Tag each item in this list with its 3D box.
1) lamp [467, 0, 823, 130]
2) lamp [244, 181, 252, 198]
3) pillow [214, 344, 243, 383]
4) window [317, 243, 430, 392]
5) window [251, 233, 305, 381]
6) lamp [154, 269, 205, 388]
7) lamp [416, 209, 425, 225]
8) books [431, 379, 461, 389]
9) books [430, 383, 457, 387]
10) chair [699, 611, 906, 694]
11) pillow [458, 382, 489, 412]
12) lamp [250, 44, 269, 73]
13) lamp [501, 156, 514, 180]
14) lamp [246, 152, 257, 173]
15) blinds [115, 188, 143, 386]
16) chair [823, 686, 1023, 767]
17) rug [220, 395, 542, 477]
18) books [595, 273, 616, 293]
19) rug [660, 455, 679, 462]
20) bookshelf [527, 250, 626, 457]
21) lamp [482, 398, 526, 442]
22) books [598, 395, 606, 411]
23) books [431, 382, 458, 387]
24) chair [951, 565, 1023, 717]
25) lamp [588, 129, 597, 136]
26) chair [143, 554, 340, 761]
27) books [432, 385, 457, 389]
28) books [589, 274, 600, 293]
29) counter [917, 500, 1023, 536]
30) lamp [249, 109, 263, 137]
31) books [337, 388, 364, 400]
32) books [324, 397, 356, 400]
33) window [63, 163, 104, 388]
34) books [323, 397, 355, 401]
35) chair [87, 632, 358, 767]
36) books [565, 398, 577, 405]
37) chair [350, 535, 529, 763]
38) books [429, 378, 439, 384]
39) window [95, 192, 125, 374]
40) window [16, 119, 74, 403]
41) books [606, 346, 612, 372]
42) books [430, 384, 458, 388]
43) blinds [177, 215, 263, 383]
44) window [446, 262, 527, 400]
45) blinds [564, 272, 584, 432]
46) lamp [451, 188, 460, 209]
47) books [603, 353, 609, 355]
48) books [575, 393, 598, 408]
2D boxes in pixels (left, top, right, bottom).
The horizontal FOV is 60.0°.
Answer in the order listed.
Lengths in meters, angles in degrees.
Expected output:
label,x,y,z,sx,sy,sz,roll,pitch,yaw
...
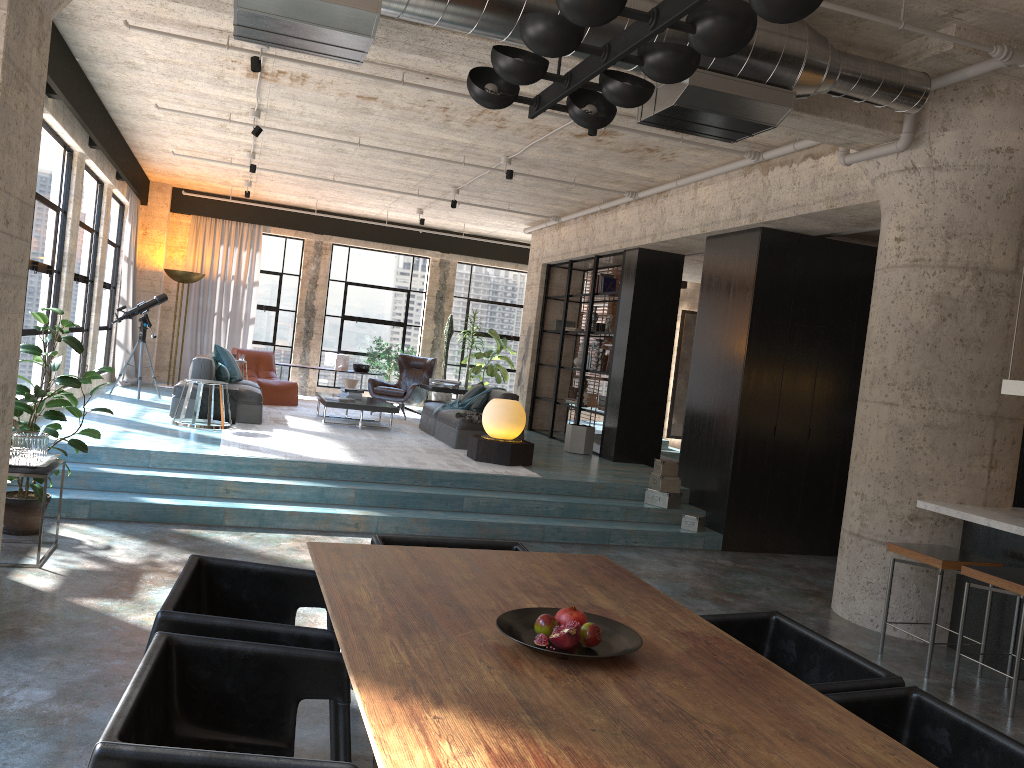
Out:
label,x,y,z,sx,sy,sz,roll,pitch,yaw
lamp,0.414,-1.583,2.515,0.583,1.327,1.813,6,2,-18
lamp,-3.878,-2.854,13.023,0.107,0.223,0.143,7,2,5
pillow,-3.582,-0.254,11.063,0.349,0.466,1.042,6,2,-7
window,-2.456,-1.121,15.840,1.780,2.530,0.081,6,2,-18
window,-4.583,-1.346,15.160,1.780,2.530,0.081,6,2,-18
lamp,-5.240,-0.854,13.946,0.619,1.822,0.619,6,2,-18
lamp,-1.422,-2.593,13.787,0.143,0.223,0.107,6,2,-5
books,-0.915,-0.001,12.277,0.322,0.109,0.273,7,2,22
books,-0.943,0.017,12.345,0.252,0.011,0.318,5,3,-41
chair,0.851,1.231,3.017,0.754,0.738,0.707,6,2,-18
pillow,-0.492,0.163,11.116,0.320,0.393,0.670,6,2,-11
lamp,-1.826,-2.383,6.425,0.107,0.236,0.145,5,2,-35
lamp,-0.054,-2.288,9.400,0.141,0.215,0.107,5,2,-35
lamp,-3.181,-2.697,10.808,0.107,0.223,0.143,7,2,16
blinds,-5.634,-1.463,13.288,0.384,2.985,1.131,6,2,-18
chair,1.061,1.280,2.316,0.754,0.738,0.707,6,2,-18
rug,-2.252,0.475,11.716,2.954,0.032,7.768,6,2,-18
books,1.277,-1.346,12.027,0.221,0.298,0.258,6,2,-18
rug,2.171,1.234,12.737,0.541,0.377,1.759,6,2,-18
bookshelf,1.115,-0.432,12.350,0.628,2.571,2.900,6,2,-18
lamp,-0.085,0.373,9.299,0.462,0.417,0.462,7,2,11
books,1.340,0.273,11.725,0.274,0.197,0.393,6,2,-18
books,-0.942,0.006,12.354,0.252,0.011,0.318,5,2,-36
chair,2.797,1.413,4.909,0.450,0.698,0.450,6,2,-18
lamp,0.627,-2.133,7.197,0.141,0.215,0.107,5,2,-35
chair,-0.909,1.028,2.962,0.754,0.738,0.707,6,2,-13
books,-0.953,0.037,12.342,0.252,0.011,0.318,5,2,-31
books,1.206,-1.359,12.264,0.216,0.290,0.231,6,2,-18
counter,3.651,0.952,4.303,1.000,0.046,3.500,6,2,-18
lamp,-2.492,-2.527,8.622,0.144,0.252,0.107,5,2,-33
books,-2.107,0.126,11.675,0.279,0.116,0.322,5,2,-33
books,-2.155,0.181,11.102,0.252,0.011,0.318,8,2,32
window,-5.098,-1.247,10.490,0.081,2.530,1.780,6,2,-18
books,-2.164,0.191,11.099,0.252,0.011,0.318,8,2,27
chair,-0.705,1.080,2.141,0.754,0.738,0.707,6,2,-13
books,0.932,0.258,12.674,0.231,0.068,0.319,6,2,-26
chair,-0.256,1.076,3.784,0.707,0.738,0.754,6,2,-18
books,-1.059,-0.022,12.748,0.278,0.075,0.320,6,2,-13
window,-5.766,-1.397,12.627,0.081,2.530,1.780,6,2,-18
window,-4.430,-1.096,8.353,0.081,2.530,1.780,6,2,-18
books,1.372,-0.318,11.659,0.216,0.354,0.256,6,2,-18
books,-0.947,0.028,12.327,0.252,0.011,0.318,5,3,-41
blinds,-4.841,-1.411,14.700,1.187,2.986,0.404,6,2,-17
window,-0.330,-0.896,16.520,1.780,2.530,0.081,6,2,-18
blinds,1.428,-0.207,12.470,0.136,3.160,2.915,6,2,-18
lamp,-0.748,-2.425,11.599,0.107,0.252,0.144,7,2,14
books,1.295,-0.329,12.518,0.147,0.299,0.547,6,2,-18
books,1.051,0.222,12.360,0.257,0.188,0.306,8,2,37
